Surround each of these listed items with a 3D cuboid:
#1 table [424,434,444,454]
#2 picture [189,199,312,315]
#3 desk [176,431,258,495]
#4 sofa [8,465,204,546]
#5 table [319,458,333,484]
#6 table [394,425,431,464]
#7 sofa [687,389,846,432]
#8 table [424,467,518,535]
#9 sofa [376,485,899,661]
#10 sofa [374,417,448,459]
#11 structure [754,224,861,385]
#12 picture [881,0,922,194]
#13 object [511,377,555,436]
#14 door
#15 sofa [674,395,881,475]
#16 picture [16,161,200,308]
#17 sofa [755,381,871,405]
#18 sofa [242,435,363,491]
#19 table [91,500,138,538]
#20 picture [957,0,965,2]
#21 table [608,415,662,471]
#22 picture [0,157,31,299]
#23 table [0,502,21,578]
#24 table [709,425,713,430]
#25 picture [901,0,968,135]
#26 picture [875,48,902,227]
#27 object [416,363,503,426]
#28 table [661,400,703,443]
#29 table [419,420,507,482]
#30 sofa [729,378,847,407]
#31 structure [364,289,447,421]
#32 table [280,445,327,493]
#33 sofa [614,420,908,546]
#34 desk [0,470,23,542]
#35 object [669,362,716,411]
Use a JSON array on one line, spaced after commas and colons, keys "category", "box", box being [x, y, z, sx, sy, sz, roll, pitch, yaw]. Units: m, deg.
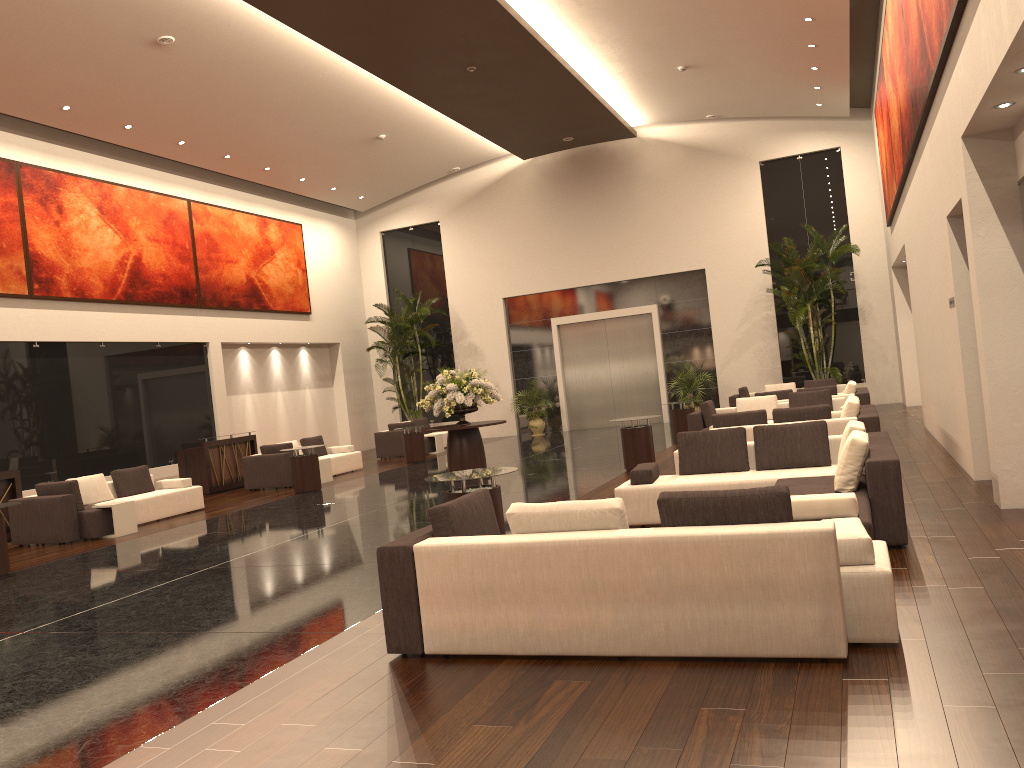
[{"category": "table", "box": [-1.992, 1.514, 22.356, 0.400, 0.460, 0.400, -6, 0, 21]}, {"category": "picture", "box": [-6.533, -3.094, 22.532, 0.070, 2.526, 4.515, -6, 0, 21]}, {"category": "desk", "box": [-6.013, 1.628, 18.322, 0.760, 1.114, 1.634, -6, 0, 21]}, {"category": "sofa", "box": [-6.031, 1.768, 13.646, 1.291, 0.862, 2.846, -6, 0, 21]}, {"category": "table", "box": [-3.838, 1.725, 17.509, 0.400, 0.460, 0.400, -6, 0, 21]}, {"category": "table", "box": [-2.210, 1.371, 20.045, 0.833, 0.795, 0.844, -6, 0, -18]}, {"category": "sofa", "box": [4.509, 0.616, 15.246, 2.846, 0.862, 1.291, -6, 0, 21]}, {"category": "table", "box": [-0.316, 1.188, 7.841, 0.844, 0.795, 0.833, -6, 0, -30]}, {"category": "sofa", "box": [0.747, 1.045, 5.369, 2.846, 0.862, 1.291, -6, 0, 21]}, {"category": "sofa", "box": [-2.346, 1.348, 23.323, 1.291, 0.862, 2.846, -6, 0, 21]}, {"category": "structure", "box": [7.431, -1.599, 21.708, 2.436, 4.611, 2.531, -6, 0, -7]}, {"category": "picture", "box": [5.659, -4.404, 12.989, 0.070, 2.526, 4.515, -6, 0, 21]}, {"category": "object", "box": [0.663, 0.605, 24.979, 1.373, 1.682, 1.297, -6, 0, -36]}, {"category": "door", "box": [2.783, -0.316, 25.009, 2.767, 3.048, 0.040, -6, 0, 21]}, {"category": "sofa", "box": [3.847, 0.693, 12.698, 2.586, 0.862, 3.366, -6, 0, 21]}, {"category": "picture", "box": [-8.141, -2.911, 18.310, 0.070, 2.526, 4.515, -6, 0, 21]}, {"category": "sofa", "box": [5.865, 0.463, 17.995, 2.586, 0.862, 3.366, -6, 0, 21]}, {"category": "sofa", "box": [-4.191, 1.558, 18.476, 1.291, 0.862, 2.846, -6, 0, 21]}, {"category": "table", "box": [-5.677, 1.934, 12.678, 0.400, 0.460, 0.400, -6, 0, 21]}, {"category": "picture", "box": [2.092, -3.997, 3.624, 0.070, 2.526, 6.485, -6, 0, 21]}, {"category": "table", "box": [1.958, 0.929, 13.810, 0.833, 0.795, 0.844, -6, 0, -18]}, {"category": "picture", "box": [-9.747, -2.727, 14.092, 0.070, 2.526, 4.515, -6, 0, 21]}, {"category": "table", "box": [-5.994, 1.803, 10.031, 0.844, 0.795, 0.833, -6, 0, -30]}, {"category": "table", "box": [3.570, 0.923, 14.913, 0.400, 0.460, 0.400, -6, 0, 21]}, {"category": "picture", "box": [4.052, -4.221, 8.771, 0.070, 2.526, 4.515, -6, 0, 21]}, {"category": "picture", "box": [7.267, -4.587, 17.212, 0.070, 2.526, 4.515, -6, 0, 21]}, {"category": "object", "box": [-0.886, 0.159, 15.287, 1.453, 1.097, 1.402, -6, 0, -23]}, {"category": "table", "box": [3.468, 0.757, 17.856, 0.833, 0.795, 0.844, -6, 0, -18]}, {"category": "table", "box": [-0.800, 1.164, 15.300, 1.498, 0.921, 1.498, -6, 0, 12]}, {"category": "sofa", "box": [6.527, 0.386, 20.544, 2.846, 0.862, 1.291, -6, 0, 21]}, {"category": "structure", "box": [-2.942, -0.476, 25.860, 2.436, 4.611, 2.531, -6, 0, -7]}, {"category": "table", "box": [-3.720, 1.544, 15.999, 0.833, 0.795, 0.844, -6, 0, -18]}, {"category": "sofa", "box": [1.961, 0.908, 7.696, 2.586, 0.862, 3.366, -6, 0, 21]}, {"category": "desk", "box": [-8.265, 1.921, 12.482, 0.700, 1.043, 2.606, -6, 0, 21]}, {"category": "object", "box": [4.667, 0.172, 23.380, 1.373, 1.682, 1.297, -6, 0, -31]}]
